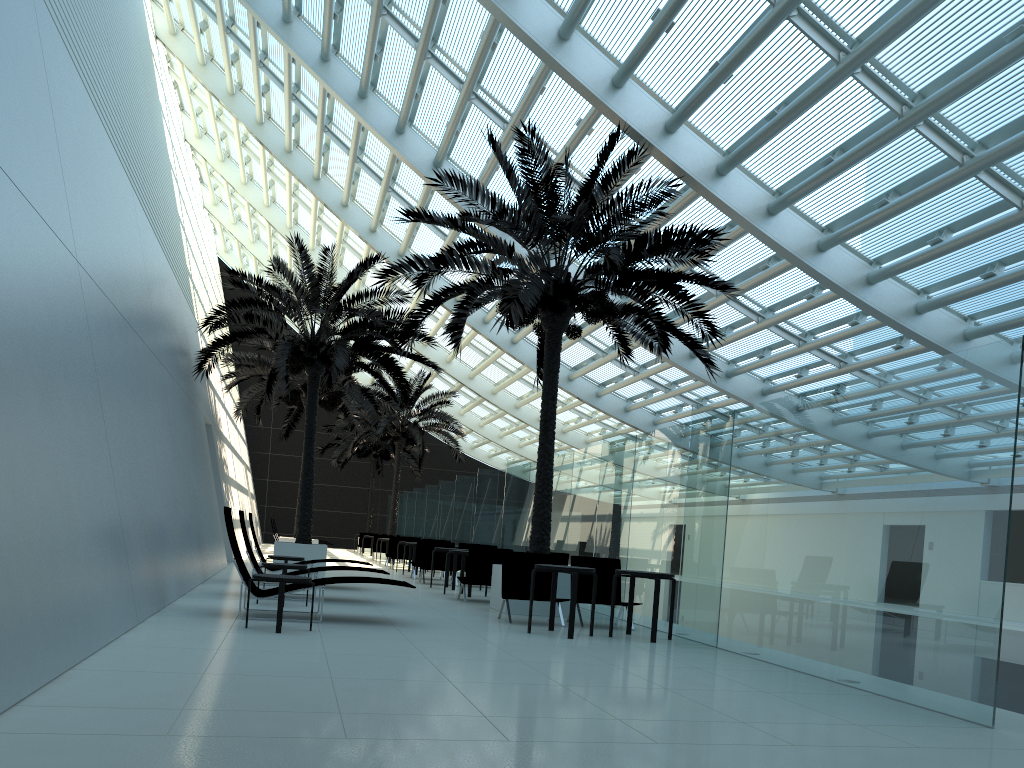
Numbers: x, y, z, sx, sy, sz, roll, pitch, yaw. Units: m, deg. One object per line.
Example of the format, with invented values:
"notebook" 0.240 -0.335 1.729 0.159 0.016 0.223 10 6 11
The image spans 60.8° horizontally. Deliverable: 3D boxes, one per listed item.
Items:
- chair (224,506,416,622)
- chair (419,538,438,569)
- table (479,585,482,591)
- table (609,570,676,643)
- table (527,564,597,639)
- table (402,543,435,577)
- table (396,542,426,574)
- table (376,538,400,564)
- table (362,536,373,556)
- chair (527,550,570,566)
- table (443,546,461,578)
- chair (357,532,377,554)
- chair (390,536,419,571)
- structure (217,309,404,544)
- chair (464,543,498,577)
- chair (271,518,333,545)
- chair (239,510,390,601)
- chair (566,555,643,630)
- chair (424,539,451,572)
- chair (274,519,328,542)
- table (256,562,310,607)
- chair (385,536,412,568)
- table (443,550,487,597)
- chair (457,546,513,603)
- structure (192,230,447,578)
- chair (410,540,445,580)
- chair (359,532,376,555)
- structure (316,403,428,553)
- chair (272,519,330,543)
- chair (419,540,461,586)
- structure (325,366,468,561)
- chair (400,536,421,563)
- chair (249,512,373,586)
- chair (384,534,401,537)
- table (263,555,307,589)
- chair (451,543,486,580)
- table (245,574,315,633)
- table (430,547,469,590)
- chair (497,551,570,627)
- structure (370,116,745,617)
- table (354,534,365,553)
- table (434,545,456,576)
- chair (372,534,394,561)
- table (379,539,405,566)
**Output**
"chair" -2.120 2.009 9.619 2.045 1.144 0.930 6 -4 -14
"chair" -2.368 4.961 25.441 0.719 0.877 0.896 5 -5 -14
"table" -0.235 3.667 17.003 0.678 0.772 0.690 2 -5 24
"table" 1.508 2.557 10.072 0.678 0.772 0.689 1 -5 33
"table" 0.570 2.444 9.835 0.678 0.772 0.689 1 -5 33
"table" -2.207 4.207 20.843 0.678 0.772 0.690 2 -5 29
"table" -2.558 4.438 22.277 0.678 0.772 0.690 2 -5 24
"table" -3.935 5.315 27.755 0.678 0.772 0.690 2 -5 24
"table" -5.327 6.202 33.290 0.678 0.772 0.690 2 -5 24
"chair" 0.440 3.172 14.270 0.719 0.877 0.896 5 -5 -14
"table" -1.269 4.319 21.081 0.678 0.772 0.690 2 -5 29
"chair" -6.039 6.618 36.226 0.719 0.877 0.896 5 -5 -14
"chair" -2.867 4.586 23.552 0.719 0.877 0.896 5 -5 -14
"structure" -5.564 1.338 23.158 4.277 6.815 4.696 3 -3 20
"chair" -0.577 3.809 18.256 0.719 0.877 0.896 5 -5 -14
"chair" -6.870 5.035 28.509 2.045 1.144 0.930 6 -4 -14
"chair" -2.752 2.412 12.131 2.045 1.144 0.930 6 -4 -14
"chair" 1.194 2.681 11.214 0.719 0.877 0.896 5 -5 -14
"chair" -1.966 4.694 23.780 0.719 0.877 0.896 5 -5 -14
"chair" -8.153 5.853 33.612 2.045 1.144 0.930 6 -4 -14
"table" -2.860 2.509 10.903 0.552 0.511 0.562 1 -6 29
"chair" -3.270 4.854 25.213 0.719 0.877 0.896 5 -5 -14
"table" -0.784 3.301 15.184 0.678 0.772 0.690 2 -5 29
"chair" -0.462 3.064 14.042 0.719 0.877 0.896 5 -5 -14
"structure" -3.894 0.453 17.347 4.686 6.756 4.284 6 -3 -35
"chair" -1.884 3.971 19.701 0.719 0.877 0.896 5 -5 -14
"chair" -5.636 6.350 34.564 0.719 0.877 0.896 5 -5 -14
"structure" -6.109 4.104 39.195 4.498 6.939 4.817 6 -4 -35
"chair" -7.501 5.438 31.021 2.045 1.144 0.930 6 -4 -14
"chair" -1.479 3.702 18.028 0.719 0.877 0.896 5 -5 -14
"structure" -4.135 2.826 31.233 4.849 6.940 4.467 5 -3 -20
"chair" -3.337 5.568 29.233 0.719 0.877 0.896 5 -5 -14
"chair" -3.384 2.814 14.644 2.045 1.144 0.930 6 -4 -14
"chair" -4.734 6.458 34.792 0.719 0.877 0.896 5 -5 -14
"table" -3.492 2.911 13.416 0.552 0.511 0.562 1 -6 29
"chair" -0.983 4.079 19.930 0.719 0.877 0.896 5 -5 -14
"table" -2.229 2.106 8.391 0.552 0.511 0.562 1 -6 29
"table" -1.172 3.555 16.766 0.678 0.772 0.690 2 -5 24
"chair" 0.292 2.573 10.985 0.719 0.877 0.896 5 -5 -14
"structure" 0.572 -0.168 12.535 4.818 6.940 4.496 4 -3 5
"table" -6.362 6.854 37.368 0.678 0.772 0.689 1 -5 33
"table" -1.620 4.550 22.515 0.678 0.772 0.690 2 -5 24
"chair" -4.239 5.460 29.005 0.719 0.877 0.896 5 -5 -14
"table" -3.593 5.090 26.355 0.678 0.772 0.690 2 -5 29
